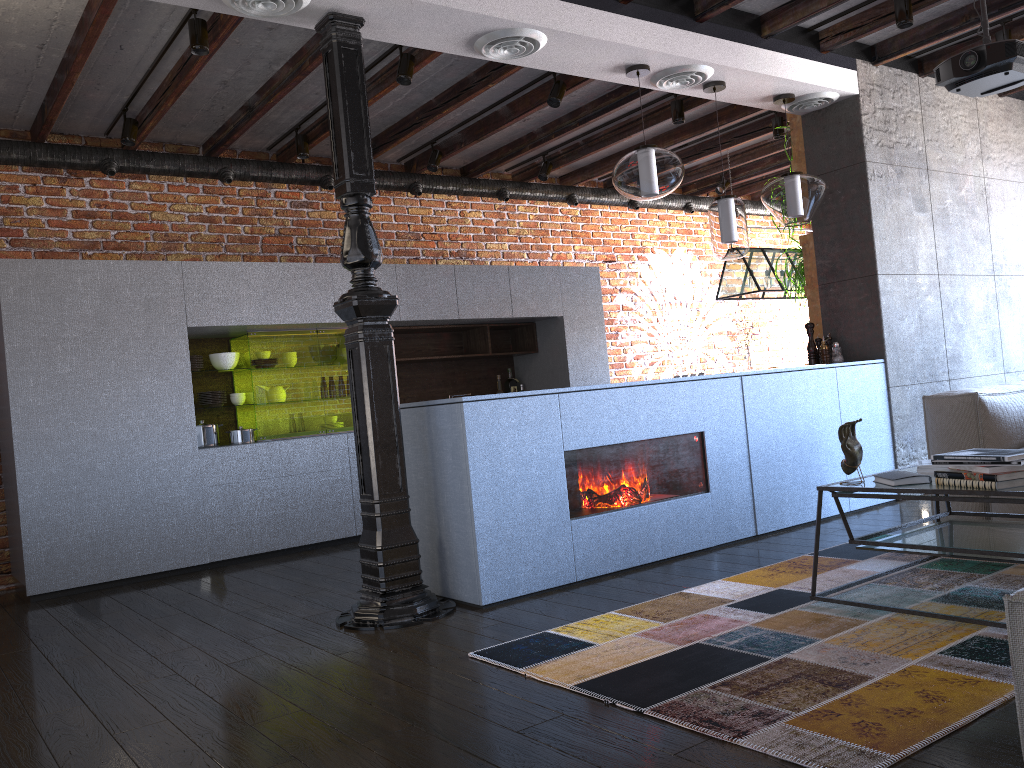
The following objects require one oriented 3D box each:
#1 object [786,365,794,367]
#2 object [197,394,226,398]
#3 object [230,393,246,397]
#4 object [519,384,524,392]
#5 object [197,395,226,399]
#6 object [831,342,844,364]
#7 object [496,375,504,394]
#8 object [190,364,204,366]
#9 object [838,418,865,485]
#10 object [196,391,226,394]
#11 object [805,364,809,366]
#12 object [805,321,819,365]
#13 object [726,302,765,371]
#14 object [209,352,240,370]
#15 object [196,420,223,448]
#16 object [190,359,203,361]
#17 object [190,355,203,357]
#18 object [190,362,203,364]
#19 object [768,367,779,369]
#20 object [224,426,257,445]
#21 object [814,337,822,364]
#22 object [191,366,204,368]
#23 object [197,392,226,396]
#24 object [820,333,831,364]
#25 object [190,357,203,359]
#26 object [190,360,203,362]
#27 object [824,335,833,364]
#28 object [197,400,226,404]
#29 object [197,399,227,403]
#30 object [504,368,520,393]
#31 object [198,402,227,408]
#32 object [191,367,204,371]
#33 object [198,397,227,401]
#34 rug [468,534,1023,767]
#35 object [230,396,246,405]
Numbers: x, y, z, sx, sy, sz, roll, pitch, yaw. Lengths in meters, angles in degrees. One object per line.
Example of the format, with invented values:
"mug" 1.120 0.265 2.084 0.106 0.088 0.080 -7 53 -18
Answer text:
"object" 2.344 -0.124 7.467 0.060 0.073 0.060 -6 -1 32
"object" -1.928 0.085 5.694 0.180 0.027 0.180 -6 -1 23
"object" -1.792 0.091 5.799 0.100 0.059 0.100 -5 -1 -22
"object" 0.087 0.118 7.217 0.047 0.235 0.047 -6 -1 41
"object" -1.927 0.096 5.694 0.180 0.027 0.180 -6 -1 23
"object" 1.973 -0.190 5.381 0.069 0.135 0.069 -6 -1 34
"object" -0.094 0.089 7.102 0.063 0.323 0.063 -6 -1 12
"object" -2.049 -0.105 5.623 0.180 0.027 0.180 -6 -1 23
"object" 1.175 0.233 3.057 0.093 0.223 0.099 -6 -1 4
"object" -1.930 0.064 5.694 0.180 0.027 0.180 -6 -1 23
"object" 2.436 -0.097 7.234 0.086 0.140 0.086 -6 -1 44
"object" 1.842 -0.250 5.455 0.061 0.283 0.061 -5 -1 -22
"object" 1.922 -0.334 7.206 0.194 0.708 0.443 -5 -1 -20
"object" -1.866 -0.139 5.765 0.191 0.113 0.191 -5 -1 -27
"object" -1.941 0.316 5.578 0.208 0.178 0.193 -6 -1 6
"object" -2.052 -0.137 5.624 0.180 0.027 0.180 -6 -1 23
"object" -2.054 -0.158 5.624 0.180 0.027 0.180 -6 -1 23
"object" -2.050 -0.116 5.623 0.180 0.027 0.180 -6 -1 23
"object" 2.136 -0.068 7.224 0.086 0.140 0.086 -6 -1 27
"object" -1.713 0.326 5.620 0.172 0.117 0.159 -6 -1 6
"object" 1.905 -0.203 5.497 0.048 0.180 0.048 -6 -1 14
"object" -2.048 -0.094 5.623 0.180 0.027 0.180 -6 -1 23
"object" -1.929 0.074 5.694 0.180 0.027 0.180 -6 -1 23
"object" 1.909 -0.212 5.384 0.081 0.192 0.058 -6 -1 6
"object" -2.053 -0.148 5.624 0.180 0.027 0.180 -6 -1 23
"object" -2.051 -0.126 5.623 0.180 0.027 0.180 -6 -1 23
"object" 1.953 -0.209 5.454 0.048 0.180 0.048 -6 -1 37
"object" -1.924 0.128 5.693 0.180 0.027 0.180 -6 -1 23
"object" -1.925 0.117 5.693 0.180 0.027 0.180 -6 -1 23
"object" 0.013 0.056 7.173 0.109 0.369 0.095 -5 -1 -36
"object" -1.923 0.139 5.693 0.180 0.027 0.180 -6 -1 23
"object" -2.047 -0.084 5.623 0.180 0.027 0.180 -6 -1 23
"object" -1.926 0.107 5.693 0.180 0.027 0.180 -6 -1 23
"rug" 1.211 0.743 2.976 2.363 0.013 1.432 -5 -1 -36
"object" -1.790 0.111 5.799 0.100 0.059 0.100 -5 -1 -22
